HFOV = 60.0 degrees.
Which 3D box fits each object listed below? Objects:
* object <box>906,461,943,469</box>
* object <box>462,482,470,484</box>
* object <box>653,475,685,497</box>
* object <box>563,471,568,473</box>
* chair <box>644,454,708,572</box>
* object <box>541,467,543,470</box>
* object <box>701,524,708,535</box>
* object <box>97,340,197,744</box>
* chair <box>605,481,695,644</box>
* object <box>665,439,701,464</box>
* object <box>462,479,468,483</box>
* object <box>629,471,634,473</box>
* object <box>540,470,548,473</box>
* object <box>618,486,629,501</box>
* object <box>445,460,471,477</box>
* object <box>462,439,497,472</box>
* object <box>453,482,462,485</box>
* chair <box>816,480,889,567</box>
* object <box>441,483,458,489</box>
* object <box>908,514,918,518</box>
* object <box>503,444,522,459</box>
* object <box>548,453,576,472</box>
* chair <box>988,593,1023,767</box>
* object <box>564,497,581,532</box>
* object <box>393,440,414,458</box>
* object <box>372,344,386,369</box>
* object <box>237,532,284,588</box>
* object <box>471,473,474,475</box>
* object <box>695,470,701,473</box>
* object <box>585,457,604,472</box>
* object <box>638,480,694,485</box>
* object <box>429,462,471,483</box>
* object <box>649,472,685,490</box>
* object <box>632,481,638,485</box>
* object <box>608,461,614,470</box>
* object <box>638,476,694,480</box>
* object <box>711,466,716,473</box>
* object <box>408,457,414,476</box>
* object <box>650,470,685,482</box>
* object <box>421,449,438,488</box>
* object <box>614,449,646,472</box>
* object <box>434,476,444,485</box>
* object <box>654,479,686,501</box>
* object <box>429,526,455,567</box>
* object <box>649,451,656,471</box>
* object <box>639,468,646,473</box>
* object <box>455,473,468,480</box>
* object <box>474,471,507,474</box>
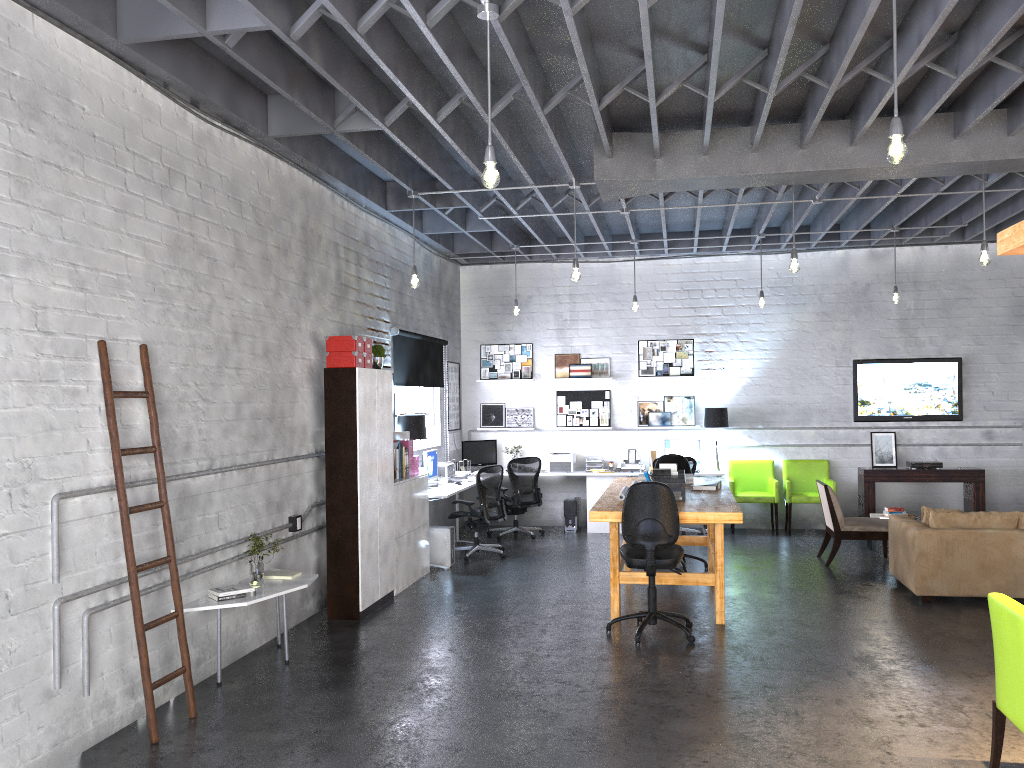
[{"bbox_3d":[5.209,1.023,11.206,0.370,0.082,0.266,-1,-1,11],"label":"object"},{"bbox_3d":[-0.553,1.162,10.354,0.119,0.016,0.119,-1,-1,28],"label":"object"},{"bbox_3d":[1.330,0.878,7.624,0.316,0.156,0.306,-1,-1,11],"label":"object"},{"bbox_3d":[0.718,1.166,11.770,0.075,0.016,0.017,-1,-1,36],"label":"object"},{"bbox_3d":[1.685,1.320,9.141,0.659,1.165,0.687,-1,0,9],"label":"chair"},{"bbox_3d":[0.366,1.161,12.187,0.105,0.052,0.023,-1,0,11],"label":"object"},{"bbox_3d":[2.554,1.723,11.539,0.180,0.411,0.476,-1,-1,11],"label":"object"},{"bbox_3d":[-1.989,0.825,4.856,0.320,2.121,0.425,-1,0,11],"label":"object"},{"bbox_3d":[1.022,1.289,6.656,0.659,1.165,0.687,-1,0,9],"label":"chair"},{"bbox_3d":[2.270,0.943,11.771,0.465,0.417,0.212,-1,0,16],"label":"object"},{"bbox_3d":[-0.546,1.138,10.356,0.078,0.049,0.062,-1,-1,-19],"label":"object"},{"bbox_3d":[1.564,1.151,11.616,0.017,0.016,0.076,-1,-1,-29],"label":"object"},{"bbox_3d":[0.425,1.170,11.863,0.103,0.021,0.131,-1,-1,-9],"label":"object"},{"bbox_3d":[0.954,0.932,7.570,0.057,0.058,0.635,-1,-1,11],"label":"object"},{"bbox_3d":[-0.701,1.088,11.431,0.324,0.208,0.233,-1,-1,11],"label":"object"},{"bbox_3d":[-0.456,0.985,12.158,0.560,0.427,0.147,0,0,-42],"label":"object"},{"bbox_3d":[-0.633,1.152,10.279,0.114,0.036,0.058,-1,-1,1],"label":"object"},{"bbox_3d":[3.627,1.456,9.343,0.725,0.842,0.575,-1,0,11],"label":"chair"},{"bbox_3d":[-0.711,1.152,9.995,0.181,0.028,0.422,-1,-1,1],"label":"object"},{"bbox_3d":[4.725,1.559,10.488,0.151,0.040,0.151,-1,-1,28],"label":"object"},{"bbox_3d":[0.024,1.011,12.247,0.297,0.363,0.271,-1,0,-34],"label":"object"},{"bbox_3d":[0.681,1.063,12.090,0.351,0.235,0.351,-1,-1,11],"label":"object"},{"bbox_3d":[2.355,1.359,3.649,0.608,0.908,0.636,-1,0,11],"label":"chair"},{"bbox_3d":[0.814,1.756,11.949,0.180,0.411,0.476,-1,-1,11],"label":"object"},{"bbox_3d":[-1.120,0.654,8.939,0.214,0.177,0.161,-1,0,11],"label":"object"},{"bbox_3d":[-1.215,-0.241,7.971,0.169,0.240,0.171,-1,0,10],"label":"object"},{"bbox_3d":[-1.692,1.187,5.977,0.271,0.363,0.297,-1,0,-44],"label":"object"},{"bbox_3d":[-0.523,1.185,11.702,0.048,0.012,0.111,-1,-1,-9],"label":"object"},{"bbox_3d":[2.400,1.126,11.451,0.058,0.036,0.114,-1,-1,26],"label":"object"},{"bbox_3d":[1.121,1.082,12.001,0.229,0.180,0.316,-1,-1,11],"label":"object"},{"bbox_3d":[1.459,0.934,8.414,0.519,0.047,0.047,-1,0,11],"label":"object"},{"bbox_3d":[-0.751,1.063,10.662,0.485,0.230,0.420,-1,-1,11],"label":"object"},{"bbox_3d":[1.387,0.882,7.926,0.316,0.156,0.306,-1,-1,11],"label":"object"},{"bbox_3d":[1.038,0.881,7.554,0.057,0.057,0.635,-1,-1,11],"label":"object"},{"bbox_3d":[1.344,1.107,12.002,0.093,0.116,0.067,-1,0,11],"label":"object"},{"bbox_3d":[1.461,0.894,8.429,0.519,0.047,0.046,-1,0,9],"label":"object"},{"bbox_3d":[2.589,1.099,11.391,0.069,0.083,0.090,-1,0,10],"label":"object"},{"bbox_3d":[-1.117,0.831,8.939,0.214,0.177,0.161,-1,0,11],"label":"object"},{"bbox_3d":[1.444,0.886,8.228,0.316,0.156,0.306,-1,-1,11],"label":"object"},{"bbox_3d":[-0.973,0.963,10.081,0.212,0.417,0.465,-1,-1,11],"label":"object"},{"bbox_3d":[1.586,1.024,11.907,0.405,0.280,0.399,-1,-1,11],"label":"object"},{"bbox_3d":[-0.853,1.129,10.359,0.082,0.090,0.090,-1,-1,36],"label":"object"},{"bbox_3d":[1.272,0.874,7.321,0.316,0.156,0.306,-1,-1,11],"label":"object"},{"bbox_3d":[-0.866,1.740,9.506,0.478,0.411,0.200,-1,0,11],"label":"object"},{"bbox_3d":[1.883,1.029,11.845,0.087,0.259,0.236,-1,0,11],"label":"object"},{"bbox_3d":[1.706,1.132,11.604,0.095,0.050,0.095,-1,-1,-21],"label":"object"},{"bbox_3d":[-0.769,1.153,11.098,0.392,0.064,0.259,-1,-1,11],"label":"object"},{"bbox_3d":[-0.292,1.177,11.864,0.422,0.028,0.181,0,-1,-29],"label":"object"}]
